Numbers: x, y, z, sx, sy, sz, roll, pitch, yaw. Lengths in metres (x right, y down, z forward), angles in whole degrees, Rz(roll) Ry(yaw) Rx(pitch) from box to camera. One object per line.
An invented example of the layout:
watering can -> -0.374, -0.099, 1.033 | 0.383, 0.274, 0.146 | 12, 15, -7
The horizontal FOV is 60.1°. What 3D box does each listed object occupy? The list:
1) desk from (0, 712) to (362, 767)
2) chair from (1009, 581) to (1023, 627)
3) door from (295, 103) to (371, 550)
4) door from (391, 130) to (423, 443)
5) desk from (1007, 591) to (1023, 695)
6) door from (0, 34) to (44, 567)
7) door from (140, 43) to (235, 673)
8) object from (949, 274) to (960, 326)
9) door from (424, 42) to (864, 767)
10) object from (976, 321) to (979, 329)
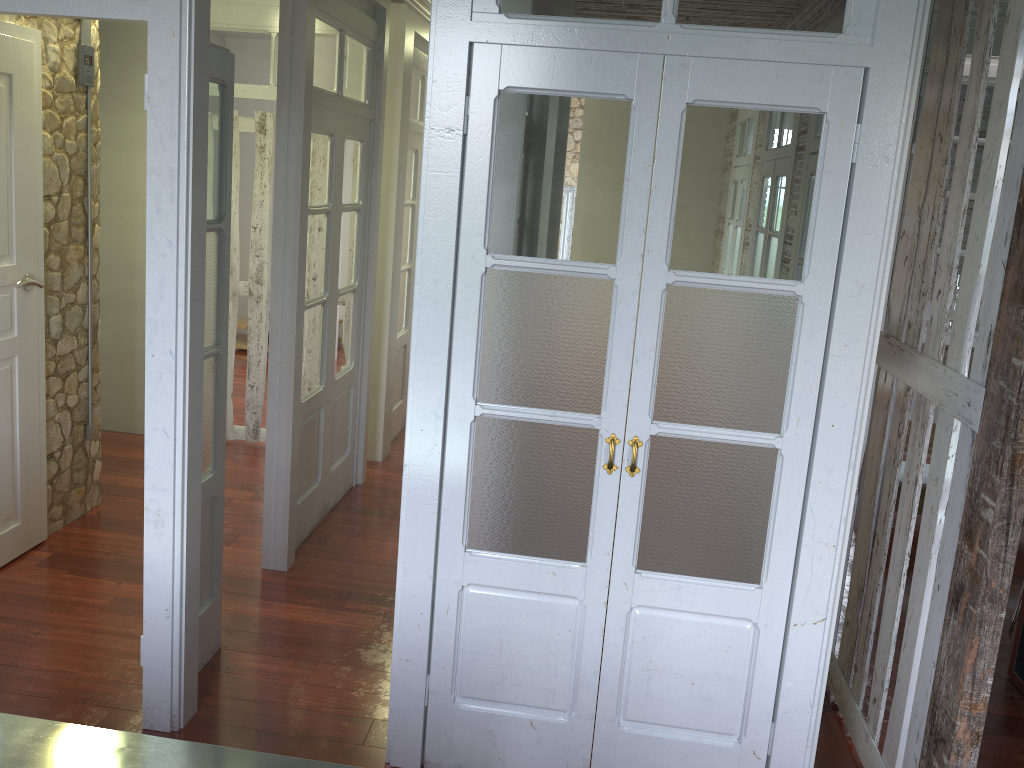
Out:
desk -> -0.643, 1.210, 1.128 | 1.713, 0.648, 1.460 | 6, 13, 6
chair -> 2.642, 0.673, 4.027 | 0.478, 0.910, 0.604 | 12, 13, 35
door -> -0.923, -0.309, 4.464 | 0.041, 2.066, 1.087 | 6, 11, 6
door -> -0.711, -0.698, 6.218 | 0.041, 2.066, 1.087 | 6, 11, 6
desk -> 2.584, 1.085, 2.618 | 1.301, 0.720, 2.533 | 6, 13, 6
door -> -2.149, -0.259, 3.477 | 0.145, 2.197, 0.877 | 6, 10, 6
door -> -1.506, -0.012, 2.768 | 1.187, 2.161, 0.487 | 1, 11, -20
object -> 2.503, -0.465, 5.020 | 0.129, 0.312, 0.129 | 11, 12, 30
door -> 0.319, 0.186, 2.535 | 1.058, 2.159, 0.041 | 6, 10, 6
object -> 2.677, -0.370, 4.932 | 0.148, 0.198, 0.149 | 2, 11, -11
